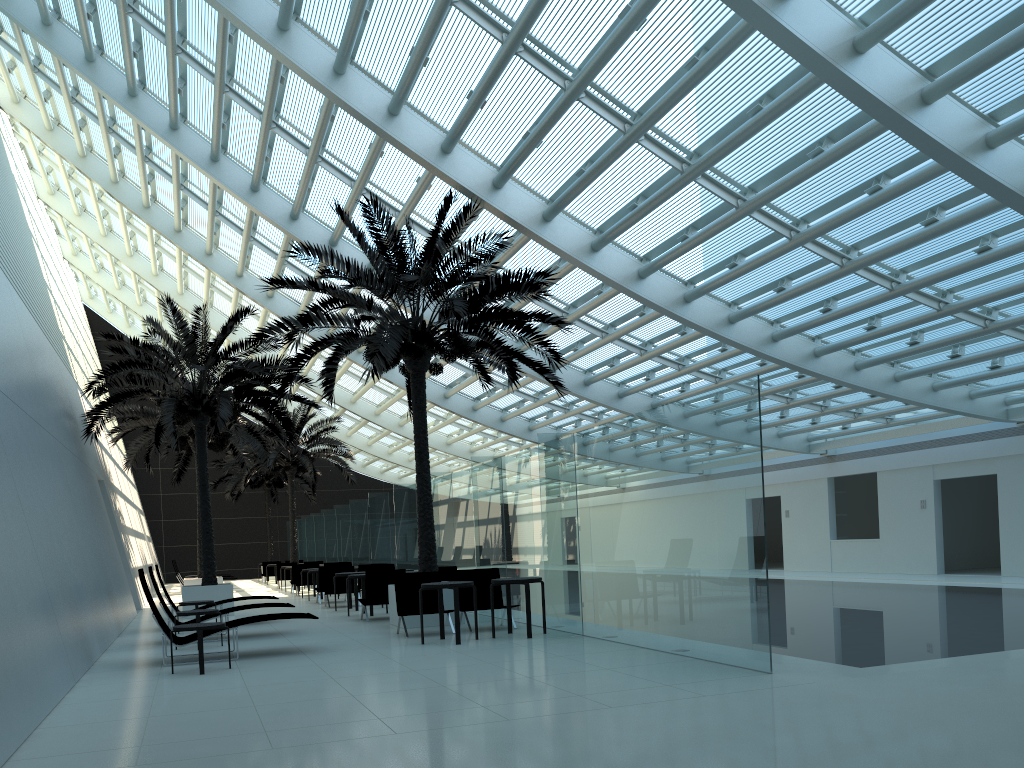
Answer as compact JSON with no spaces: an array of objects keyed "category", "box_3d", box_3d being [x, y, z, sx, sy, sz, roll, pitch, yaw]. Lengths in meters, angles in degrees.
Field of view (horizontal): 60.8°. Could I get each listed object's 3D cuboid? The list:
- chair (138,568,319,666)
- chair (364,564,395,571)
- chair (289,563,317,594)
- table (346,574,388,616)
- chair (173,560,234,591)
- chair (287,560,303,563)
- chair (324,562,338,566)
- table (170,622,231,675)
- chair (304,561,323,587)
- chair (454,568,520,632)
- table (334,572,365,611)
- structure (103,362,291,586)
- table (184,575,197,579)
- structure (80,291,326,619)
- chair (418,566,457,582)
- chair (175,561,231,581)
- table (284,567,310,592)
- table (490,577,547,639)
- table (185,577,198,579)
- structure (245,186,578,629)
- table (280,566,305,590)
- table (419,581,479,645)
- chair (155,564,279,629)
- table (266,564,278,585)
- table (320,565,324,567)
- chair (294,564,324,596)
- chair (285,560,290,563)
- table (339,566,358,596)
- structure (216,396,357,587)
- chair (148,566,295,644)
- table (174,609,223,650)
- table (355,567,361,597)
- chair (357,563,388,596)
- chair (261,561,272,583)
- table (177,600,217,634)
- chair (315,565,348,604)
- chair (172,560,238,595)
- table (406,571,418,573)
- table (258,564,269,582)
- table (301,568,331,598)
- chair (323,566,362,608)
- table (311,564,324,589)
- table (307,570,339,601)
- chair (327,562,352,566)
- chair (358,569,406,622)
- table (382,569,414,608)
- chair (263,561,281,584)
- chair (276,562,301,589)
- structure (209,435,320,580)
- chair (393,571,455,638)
[{"category":"chair","box_3d":[-3.508,2.820,10.873,2.034,1.143,0.935,0,-5,-20]},{"category":"chair","box_3d":[-2.874,4.502,19.626,0.715,0.877,0.901,-1,-5,-20]},{"category":"chair","box_3d":[-6.298,5.851,26.258,0.715,0.877,0.901,-1,-5,-20]},{"category":"table","box_3d":[-2.746,4.000,16.550,0.683,0.771,0.684,-4,-5,22]},{"category":"chair","box_3d":[-11.148,6.891,31.584,2.034,1.143,0.935,0,-5,-20]},{"category":"chair","box_3d":[-8.777,7.647,35.628,0.715,0.877,0.901,-1,-5,-20]},{"category":"chair","box_3d":[-5.424,5.868,26.581,0.715,0.877,0.901,-1,-5,-20]},{"category":"table","box_3d":[-3.446,2.920,9.643,0.557,0.511,0.558,-5,-6,22]},{"category":"chair","box_3d":[-6.793,6.590,30.248,0.715,0.877,0.901,-1,-5,-20]},{"category":"chair","box_3d":[-0.360,3.162,12.812,0.715,0.877,0.901,-1,-5,-20]},{"category":"table","box_3d":[-3.302,4.300,18.082,0.683,0.771,0.685,-4,-4,18]},{"category":"structure","box_3d":[-8.723,2.576,23.950,4.302,6.814,4.669,-3,-3,13]},{"category":"table","box_3d":[-12.011,7.484,32.860,0.557,0.511,0.558,-5,-6,22]},{"category":"structure","box_3d":[-6.436,1.495,18.349,4.640,6.755,4.328,0,-4,-42]},{"category":"chair","box_3d":[-1.436,3.743,15.771,0.715,0.877,0.901,-1,-5,-20]},{"category":"chair","box_3d":[-12.073,7.384,34.090,2.034,1.143,0.935,0,-5,-20]},{"category":"table","box_3d":[-6.734,6.125,27.360,0.683,0.771,0.684,-4,-5,22]},{"category":"table","box_3d":[0.081,3.000,11.711,0.684,0.771,0.684,-5,-5,27]},{"category":"table","box_3d":[-11.086,6.991,30.353,0.557,0.511,0.558,-5,-6,22]},{"category":"structure","box_3d":[-1.486,0.400,14.038,4.821,6.940,4.493,-3,-3,-2]},{"category":"table","box_3d":[-7.225,6.391,28.715,0.683,0.771,0.685,-4,-4,18]},{"category":"table","box_3d":[-0.827,2.982,11.375,0.684,0.771,0.684,-5,-5,27]},{"category":"chair","box_3d":[-5.302,3.776,15.736,2.034,1.143,0.935,0,-5,-20]},{"category":"table","box_3d":[-9.201,7.444,34.072,0.683,0.771,0.685,-4,-4,18]},{"category":"table","box_3d":[-5.825,6.143,27.695,0.683,0.771,0.684,-4,-5,22]},{"category":"chair","box_3d":[-5.720,5.535,24.649,0.715,0.877,0.901,-1,-5,-20]},{"category":"chair","box_3d":[-9.356,7.963,37.237,0.715,0.877,0.901,-1,-5,-20]},{"category":"table","box_3d":[-4.360,5.367,23.751,0.683,0.771,0.685,-4,-4,18]},{"category":"structure","box_3d":[-8.167,3.957,32.130,4.814,6.939,4.500,-1,-3,-27]},{"category":"chair","box_3d":[-4.405,3.298,13.304,2.034,1.143,0.935,0,-5,-20]},{"category":"table","box_3d":[-4.343,3.398,12.074,0.557,0.511,0.558,-5,-6,22]},{"category":"table","box_3d":[-3.858,5.094,22.362,0.683,0.771,0.684,-4,-5,22]},{"category":"chair","box_3d":[-3.457,4.820,21.247,0.715,0.877,0.901,-1,-5,-20]},{"category":"chair","box_3d":[-10.229,7.946,36.915,0.715,0.877,0.901,-1,-5,-20]},{"category":"table","box_3d":[-5.240,3.876,14.506,0.557,0.511,0.558,-5,-6,22]},{"category":"chair","box_3d":[-4.330,4.802,20.925,0.715,0.877,0.901,-1,-5,-20]},{"category":"chair","box_3d":[-10.251,6.413,29.152,2.034,1.143,0.935,0,-5,-20]},{"category":"table","box_3d":[-1.838,4.018,16.886,0.683,0.771,0.684,-4,-5,22]},{"category":"table","box_3d":[-10.666,8.220,38.016,0.684,0.771,0.684,-5,-5,27]},{"category":"table","box_3d":[-5.269,5.349,23.415,0.683,0.771,0.685,-4,-4,18]},{"category":"chair","box_3d":[-3.748,4.484,19.304,0.715,0.877,0.901,-1,-5,-20]},{"category":"table","box_3d":[-6.316,6.409,29.051,0.683,0.771,0.685,-4,-4,18]},{"category":"table","box_3d":[-4.767,5.076,22.026,0.683,0.771,0.684,-4,-5,22]},{"category":"chair","box_3d":[-4.846,5.553,24.972,0.715,0.877,0.901,-1,-5,-20]},{"category":"chair","box_3d":[-2.310,3.726,15.448,0.715,0.877,0.901,-1,-5,-20]},{"category":"table","box_3d":[-2.393,4.319,18.417,0.683,0.771,0.685,-4,-4,18]},{"category":"chair","box_3d":[-9.651,7.630,35.305,0.715,0.877,0.901,-1,-5,-20]},{"category":"chair","box_3d":[-7.666,6.572,29.925,0.715,0.877,0.901,-1,-5,-20]},{"category":"structure","box_3d":[-10.982,5.470,39.837,4.454,6.938,4.865,0,-4,-42]},{"category":"chair","box_3d":[-1.234,3.145,12.489,0.715,0.877,0.901,-1,-5,-20]}]
